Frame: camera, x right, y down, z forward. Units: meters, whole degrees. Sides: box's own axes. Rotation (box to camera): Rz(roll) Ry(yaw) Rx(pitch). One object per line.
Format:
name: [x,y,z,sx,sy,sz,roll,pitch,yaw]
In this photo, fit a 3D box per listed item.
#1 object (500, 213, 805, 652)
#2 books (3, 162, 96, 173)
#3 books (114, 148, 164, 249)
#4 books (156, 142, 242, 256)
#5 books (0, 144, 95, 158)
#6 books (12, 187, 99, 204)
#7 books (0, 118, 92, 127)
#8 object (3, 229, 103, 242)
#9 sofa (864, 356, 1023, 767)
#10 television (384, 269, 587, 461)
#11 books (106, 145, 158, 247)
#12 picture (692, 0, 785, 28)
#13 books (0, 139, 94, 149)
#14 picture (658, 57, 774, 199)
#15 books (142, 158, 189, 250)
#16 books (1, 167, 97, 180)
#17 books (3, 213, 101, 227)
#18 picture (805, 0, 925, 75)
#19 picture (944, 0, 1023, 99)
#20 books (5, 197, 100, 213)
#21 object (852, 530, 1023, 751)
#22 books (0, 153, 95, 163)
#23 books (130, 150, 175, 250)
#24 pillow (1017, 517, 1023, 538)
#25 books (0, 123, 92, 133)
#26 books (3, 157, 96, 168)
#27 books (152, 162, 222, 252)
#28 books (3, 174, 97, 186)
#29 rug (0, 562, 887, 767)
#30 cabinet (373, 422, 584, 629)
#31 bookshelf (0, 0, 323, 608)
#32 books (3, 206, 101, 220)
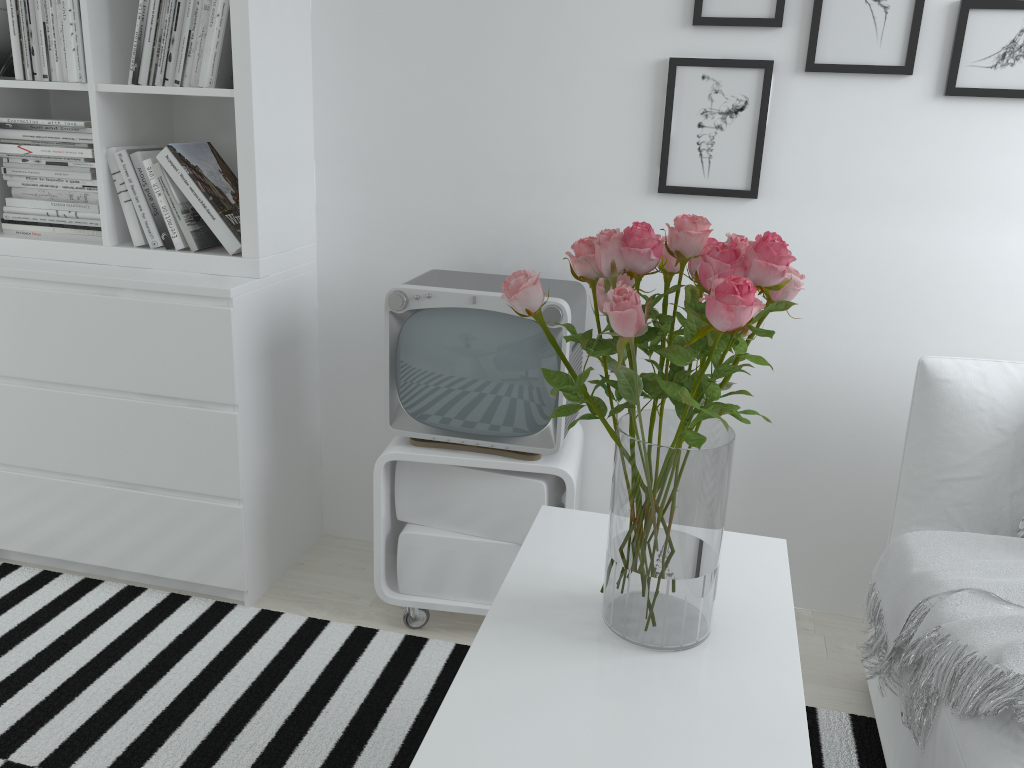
object: [0.198,0.067,1.232,0.327,0.599,0.350,13,20,31]
books: [-1.153,-0.566,2.303,0.254,0.012,0.161,6,18,12]
books: [-0.889,-0.469,2.230,0.112,0.235,0.172,6,18,12]
books: [-0.723,-0.462,2.196,0.226,0.255,0.176,6,18,12]
books: [-1.146,-0.605,2.291,0.273,0.021,0.174,6,18,12]
books: [-1.126,-0.502,2.339,0.296,0.028,0.180,6,18,12]
books: [-1.152,-0.671,2.273,0.254,0.012,0.161,6,18,12]
object: [-1.148,-0.413,2.385,0.314,0.014,0.232,6,18,12]
sofa: [0.980,0.700,0.750,0.917,0.768,2.647,6,18,12]
television: [-0.060,-0.049,2.078,0.414,0.374,0.273,6,18,12]
books: [-0.928,-0.479,2.248,0.093,0.239,0.172,6,18,12]
picture: [0.509,-0.899,1.963,0.196,0.202,0.018,6,18,12]
books: [-1.153,-0.624,2.293,0.254,0.013,0.161,6,18,12]
picture: [0.470,-0.594,2.063,0.232,0.306,0.019,6,18,12]
books: [-0.828,-0.456,2.225,0.101,0.218,0.161,6,18,12]
books: [-1.158,-0.555,2.317,0.263,0.017,0.167,6,18,12]
books: [-1.147,-0.441,2.333,0.288,0.016,0.182,6,18,12]
picture: [0.770,-0.818,1.921,0.225,0.274,0.018,6,18,12]
picture: [1.052,-0.709,1.882,0.218,0.194,0.017,6,18,12]
books: [-1.150,-0.478,2.335,0.273,0.021,0.174,6,18,12]
object: [1.038,0.481,1.419,0.831,0.291,0.670,6,18,11]
books: [-1.163,-0.590,2.296,0.256,0.013,0.161,6,18,12]
books: [-0.857,-0.465,2.226,0.104,0.232,0.152,6,18,12]
pillow: [1.029,0.453,0.664,0.676,0.513,2.488,7,18,14]
books: [-1.139,-0.656,2.270,0.285,0.012,0.159,6,18,12]
books: [-1.140,-0.579,2.303,0.285,0.012,0.159,6,18,12]
books: [-0.792,-0.448,2.213,0.118,0.213,0.161,6,18,12]
books: [-1.147,-0.542,2.333,0.288,0.016,0.182,6,18,12]
rug: [-0.703,0.844,1.352,4.362,0.004,1.846,6,18,12]
cabinet: [-0.073,0.347,2.238,0.467,0.477,0.350,5,17,7]
bookshelf: [-1.340,-0.729,2.256,1.595,2.416,0.440,6,18,12]
books: [-1.150,-0.459,2.340,0.288,0.016,0.182,6,18,12]
